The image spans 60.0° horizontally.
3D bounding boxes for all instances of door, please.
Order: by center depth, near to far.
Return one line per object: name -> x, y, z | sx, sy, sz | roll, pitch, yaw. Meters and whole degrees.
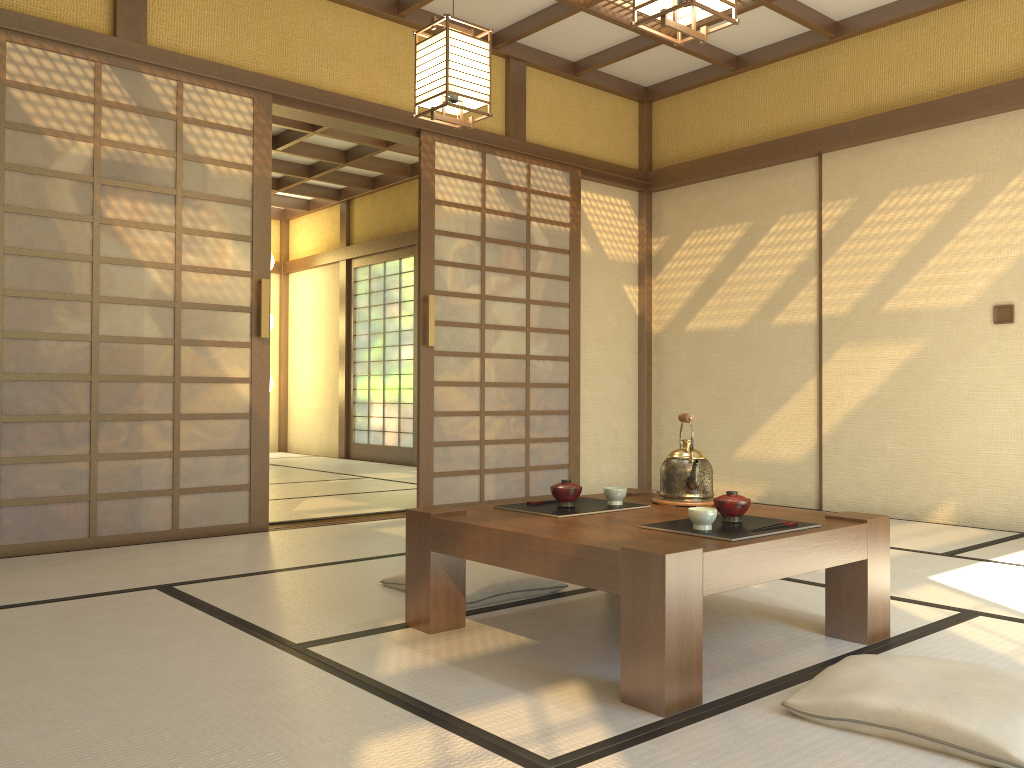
door -> -1.739, -0.385, 4.210 | 1.230, 2.265, 0.076 | 1, -1, -41
door -> -0.093, -0.356, 5.616 | 1.230, 2.265, 0.076 | 1, -1, -41
door -> -0.871, -0.288, 8.853 | 0.140, 2.230, 2.890 | 1, -1, -41

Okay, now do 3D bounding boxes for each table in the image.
table -> 0.384, 0.552, 2.609 | 1.000, 0.350, 1.000 | 1, -1, -41

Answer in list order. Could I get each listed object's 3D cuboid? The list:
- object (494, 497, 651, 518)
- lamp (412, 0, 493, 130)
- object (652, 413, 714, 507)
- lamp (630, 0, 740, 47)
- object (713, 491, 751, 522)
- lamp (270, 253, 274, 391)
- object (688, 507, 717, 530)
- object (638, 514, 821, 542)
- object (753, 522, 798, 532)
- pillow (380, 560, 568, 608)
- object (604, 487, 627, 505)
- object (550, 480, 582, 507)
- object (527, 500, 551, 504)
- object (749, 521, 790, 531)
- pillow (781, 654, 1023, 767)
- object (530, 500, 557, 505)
object -> 0.191, 0.386, 2.791 | 0.400, 0.007, 0.300 | 1, -1, -41
lamp -> -0.236, -1.604, 3.562 | 0.240, 1.129, 0.240 | 1, -1, -41
object -> 0.574, 0.245, 2.925 | 0.226, 0.296, 0.219 | -1, -1, 44
lamp -> 0.521, -1.614, 2.676 | 0.240, 1.129, 0.240 | 1, -1, -41
object -> 0.604, 0.336, 2.435 | 0.100, 0.080, 0.100 | 1, -1, -41
lamp -> -2.964, -1.003, 10.348 | 0.363, 2.297, 0.363 | 1, -1, -29
object -> 0.494, 0.350, 2.301 | 0.074, 0.052, 0.073 | 0, -1, 3
object -> 0.586, 0.381, 2.382 | 0.400, 0.007, 0.300 | 1, -1, -41
object -> 0.690, 0.373, 2.322 | 0.200, 0.008, 0.008 | 1, -1, -40
pillow -> -0.142, 0.698, 3.185 | 0.486, 0.107, 0.496 | 1, -1, -37
object -> 0.329, 0.357, 2.827 | 0.074, 0.052, 0.073 | 0, -1, 3
object -> 0.169, 0.339, 2.756 | 0.100, 0.080, 0.100 | 1, -1, -41
object -> 0.123, 0.380, 2.886 | 0.200, 0.008, 0.008 | 1, -1, -42
object -> 0.679, 0.373, 2.336 | 0.200, 0.008, 0.008 | 1, -1, -44
pillow -> 0.923, 0.683, 1.939 | 0.486, 0.107, 0.496 | -1, -1, 43
object -> 0.129, 0.379, 2.875 | 0.008, 0.008, 0.200 | -1, -1, 43
